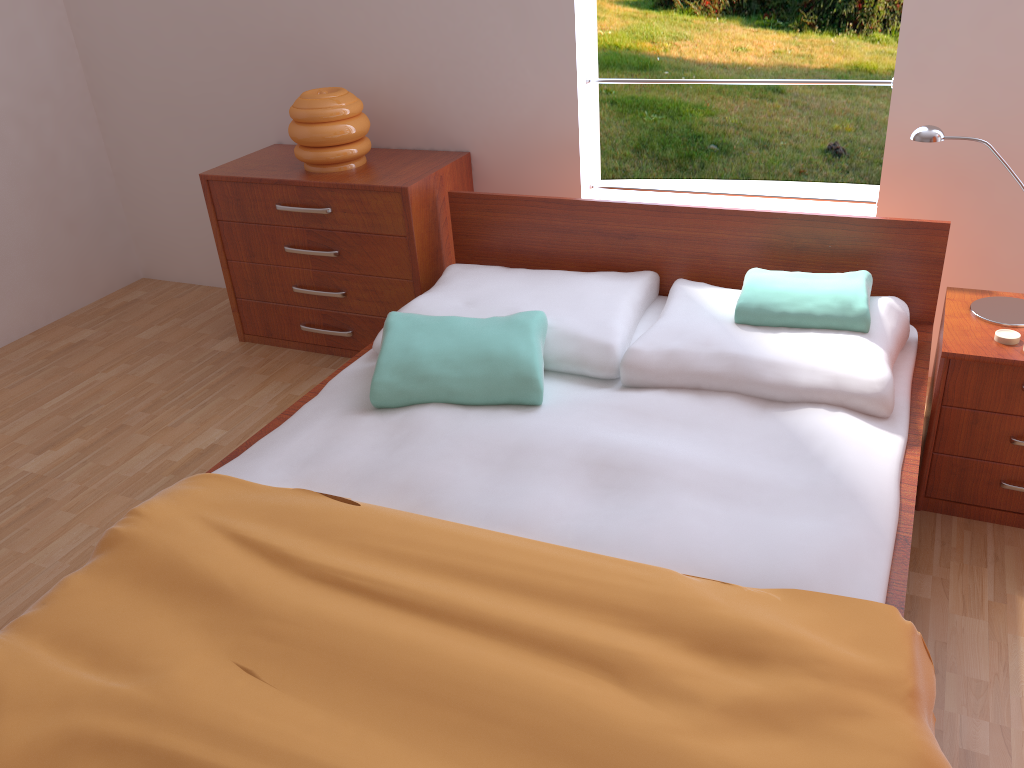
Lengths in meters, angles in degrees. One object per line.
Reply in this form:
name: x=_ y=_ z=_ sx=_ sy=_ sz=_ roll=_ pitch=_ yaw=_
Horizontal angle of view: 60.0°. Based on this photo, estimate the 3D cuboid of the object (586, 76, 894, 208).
object: x=1.183 y=-1.281 z=2.082 sx=2.205 sy=1.815 sz=0.033 roll=9 pitch=31 yaw=23

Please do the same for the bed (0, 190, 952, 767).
bed: x=0.128 y=0.203 z=1.831 sx=1.632 sy=0.560 sz=1.990 roll=9 pitch=31 yaw=23

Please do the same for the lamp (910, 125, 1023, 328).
lamp: x=1.047 y=-0.352 z=1.968 sx=0.337 sy=0.421 sz=0.163 roll=2 pitch=29 yaw=13

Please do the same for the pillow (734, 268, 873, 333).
pillow: x=0.728 y=-0.208 z=2.218 sx=0.322 sy=0.116 sz=0.276 roll=7 pitch=31 yaw=21

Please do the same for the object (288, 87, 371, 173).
object: x=-0.594 y=-0.831 z=2.893 sx=0.264 sy=0.244 sz=0.264 roll=20 pitch=37 yaw=37

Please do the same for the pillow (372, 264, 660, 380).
pillow: x=0.025 y=-0.192 z=2.479 sx=0.682 sy=0.157 sz=0.574 roll=5 pitch=30 yaw=18

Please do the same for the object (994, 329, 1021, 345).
object: x=1.078 y=-0.101 z=1.931 sx=0.049 sy=0.018 sz=0.049 roll=2 pitch=29 yaw=12

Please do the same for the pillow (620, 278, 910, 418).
pillow: x=0.652 y=-0.105 z=2.225 sx=0.630 sy=0.182 sz=0.574 roll=8 pitch=31 yaw=22

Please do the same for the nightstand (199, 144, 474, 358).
nightstand: x=-0.575 y=-0.459 z=3.104 sx=0.815 sy=0.626 sz=0.428 roll=9 pitch=31 yaw=23

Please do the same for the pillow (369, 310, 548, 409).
pillow: x=-0.120 y=-0.068 z=2.186 sx=0.425 sy=0.164 sz=0.334 roll=-3 pitch=28 yaw=3

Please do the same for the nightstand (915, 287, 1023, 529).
nightstand: x=1.216 y=0.070 z=2.071 sx=0.439 sy=0.442 sz=0.377 roll=9 pitch=31 yaw=23
